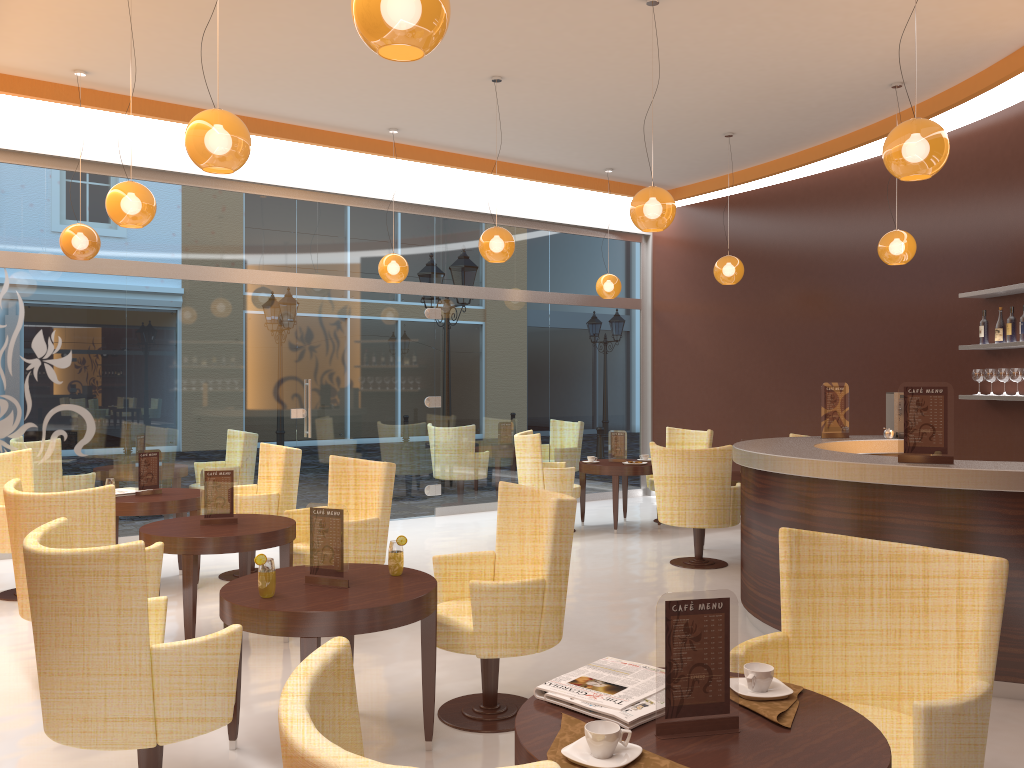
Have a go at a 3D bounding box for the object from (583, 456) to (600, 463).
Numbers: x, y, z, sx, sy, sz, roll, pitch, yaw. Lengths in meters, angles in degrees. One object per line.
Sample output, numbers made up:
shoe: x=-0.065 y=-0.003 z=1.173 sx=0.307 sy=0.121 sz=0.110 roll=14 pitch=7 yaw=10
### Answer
object: x=0.824 y=0.791 z=9.250 sx=0.153 sy=0.069 sz=0.153 roll=0 pitch=0 yaw=-35

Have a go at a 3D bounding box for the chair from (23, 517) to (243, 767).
chair: x=-1.311 y=0.995 z=3.088 sx=0.729 sy=1.017 sz=0.685 roll=0 pitch=0 yaw=43

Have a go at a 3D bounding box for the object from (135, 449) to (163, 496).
object: x=-2.704 y=0.657 z=6.603 sx=0.042 sy=0.335 sz=0.209 roll=0 pitch=0 yaw=38

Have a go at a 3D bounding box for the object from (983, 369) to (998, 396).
object: x=3.995 y=-0.015 z=7.384 sx=0.125 sy=0.221 sz=0.125 roll=0 pitch=0 yaw=-10

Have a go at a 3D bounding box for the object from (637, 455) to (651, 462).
object: x=1.423 y=0.791 z=9.467 sx=0.153 sy=0.069 sz=0.153 roll=0 pitch=0 yaw=-13

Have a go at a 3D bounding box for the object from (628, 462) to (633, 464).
object: x=1.217 y=0.809 z=9.086 sx=0.054 sy=0.018 sz=0.051 roll=0 pitch=0 yaw=12

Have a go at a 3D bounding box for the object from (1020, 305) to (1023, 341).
object: x=4.036 y=-0.474 z=6.975 sx=0.073 sy=0.297 sz=0.073 roll=0 pitch=0 yaw=-26

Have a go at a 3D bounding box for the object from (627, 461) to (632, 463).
object: x=1.218 y=0.800 z=9.121 sx=0.052 sy=0.016 sz=0.055 roll=0 pitch=0 yaw=-36

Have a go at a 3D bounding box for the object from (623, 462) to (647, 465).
object: x=1.261 y=0.816 z=9.106 sx=0.234 sy=0.020 sz=0.234 roll=0 pitch=0 yaw=26

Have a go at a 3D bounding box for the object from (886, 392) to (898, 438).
object: x=2.996 y=0.234 z=6.657 sx=0.270 sy=0.340 sz=0.373 roll=0 pitch=0 yaw=10

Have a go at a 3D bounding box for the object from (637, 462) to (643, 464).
object: x=1.311 y=0.807 z=9.105 sx=0.052 sy=0.018 sz=0.055 roll=0 pitch=0 yaw=-11

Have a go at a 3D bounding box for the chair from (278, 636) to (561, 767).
chair: x=-0.037 y=0.995 z=1.494 sx=0.685 sy=1.017 sz=0.729 roll=0 pitch=0 yaw=-36

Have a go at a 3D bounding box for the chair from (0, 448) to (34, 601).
chair: x=-3.482 y=0.995 z=6.367 sx=0.685 sy=1.017 sz=0.729 roll=0 pitch=0 yaw=-3

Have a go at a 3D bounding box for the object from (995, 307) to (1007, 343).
object: x=4.016 y=-0.479 z=7.285 sx=0.086 sy=0.303 sz=0.086 roll=0 pitch=0 yaw=34

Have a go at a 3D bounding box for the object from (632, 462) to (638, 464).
object: x=1.258 y=0.808 z=9.066 sx=0.055 sy=0.014 sz=0.053 roll=0 pitch=0 yaw=38

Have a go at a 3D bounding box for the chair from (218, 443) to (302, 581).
chair: x=-2.012 y=0.995 z=6.999 sx=0.685 sy=1.017 sz=0.729 roll=0 pitch=0 yaw=-32

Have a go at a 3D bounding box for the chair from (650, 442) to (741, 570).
chair: x=1.532 y=0.995 z=7.388 sx=0.729 sy=1.017 sz=0.685 roll=0 pitch=0 yaw=33

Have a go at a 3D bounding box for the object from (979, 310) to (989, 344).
object: x=3.976 y=-0.474 z=7.464 sx=0.073 sy=0.297 sz=0.073 roll=0 pitch=0 yaw=-26

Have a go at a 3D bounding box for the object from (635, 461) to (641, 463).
object: x=1.293 y=0.805 z=9.148 sx=0.051 sy=0.018 sz=0.054 roll=0 pitch=0 yaw=-37

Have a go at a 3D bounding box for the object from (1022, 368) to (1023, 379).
object: x=4.035 y=-0.015 z=6.896 sx=0.125 sy=0.221 sz=0.125 roll=0 pitch=0 yaw=-10

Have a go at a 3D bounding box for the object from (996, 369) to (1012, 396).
object: x=4.012 y=-0.015 z=7.222 sx=0.125 sy=0.221 sz=0.125 roll=0 pitch=0 yaw=-10

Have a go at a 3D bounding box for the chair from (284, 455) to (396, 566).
chair: x=-1.113 y=0.995 z=5.725 sx=0.685 sy=1.017 sz=0.729 roll=0 pitch=0 yaw=-38

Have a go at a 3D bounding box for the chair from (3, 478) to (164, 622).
chair: x=-2.199 y=0.995 z=4.551 sx=0.729 sy=1.017 sz=0.685 roll=0 pitch=0 yaw=23

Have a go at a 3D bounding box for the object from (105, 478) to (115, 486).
object: x=-2.881 y=0.751 z=6.359 sx=0.067 sy=0.148 sz=0.067 roll=0 pitch=0 yaw=-11

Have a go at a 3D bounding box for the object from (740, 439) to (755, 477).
object: x=2.132 y=0.657 z=7.937 sx=0.209 sy=0.335 sz=0.042 roll=0 pitch=0 yaw=-21

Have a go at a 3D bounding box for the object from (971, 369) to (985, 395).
object: x=3.973 y=-0.015 z=7.542 sx=0.125 sy=0.221 sz=0.125 roll=0 pitch=0 yaw=-10

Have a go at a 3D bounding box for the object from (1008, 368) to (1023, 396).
object: x=4.024 y=-0.015 z=7.059 sx=0.125 sy=0.221 sz=0.125 roll=0 pitch=0 yaw=-10

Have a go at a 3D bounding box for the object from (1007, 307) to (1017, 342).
object: x=4.026 y=-0.474 z=7.141 sx=0.073 sy=0.297 sz=0.073 roll=0 pitch=0 yaw=24

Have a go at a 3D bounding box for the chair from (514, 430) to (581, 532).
chair: x=0.363 y=0.995 z=9.083 sx=0.685 sy=1.017 sz=0.729 roll=0 pitch=0 yaw=-3

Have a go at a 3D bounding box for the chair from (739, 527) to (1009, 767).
chair: x=1.047 y=0.995 z=2.668 sx=0.685 sy=1.017 sz=0.729 roll=0 pitch=0 yaw=-38

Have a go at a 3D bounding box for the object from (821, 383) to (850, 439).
object: x=2.414 y=0.197 z=6.623 sx=0.258 sy=0.414 sz=0.052 roll=0 pitch=0 yaw=-21

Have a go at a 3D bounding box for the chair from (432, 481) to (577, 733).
chair: x=-0.055 y=0.995 z=4.079 sx=0.685 sy=1.017 sz=0.729 roll=0 pitch=0 yaw=-18

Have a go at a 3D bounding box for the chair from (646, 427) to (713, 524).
chair: x=1.833 y=0.995 z=9.715 sx=0.685 sy=1.017 sz=0.729 roll=0 pitch=0 yaw=-32

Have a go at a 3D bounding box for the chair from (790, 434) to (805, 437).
chair: x=2.806 y=0.995 z=8.356 sx=0.685 sy=1.017 sz=0.729 roll=0 pitch=0 yaw=-28
